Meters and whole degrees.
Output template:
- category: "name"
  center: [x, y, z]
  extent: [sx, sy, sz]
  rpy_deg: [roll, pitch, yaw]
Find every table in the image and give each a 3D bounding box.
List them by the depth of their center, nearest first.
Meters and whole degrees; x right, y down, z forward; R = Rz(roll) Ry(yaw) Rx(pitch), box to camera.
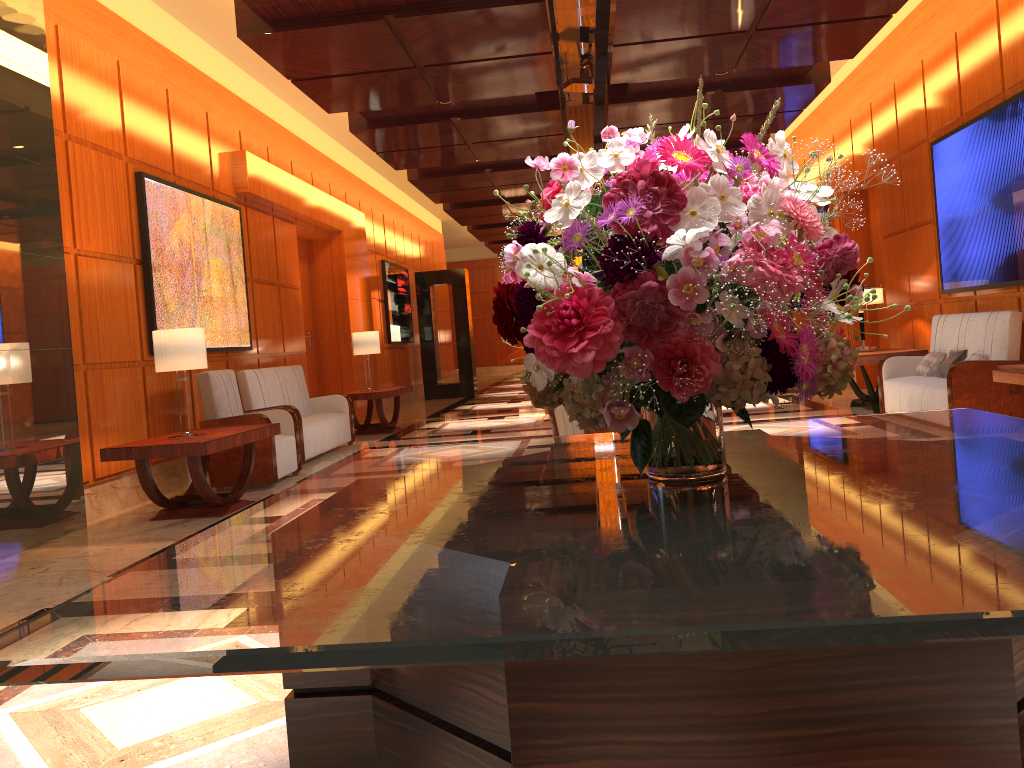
- category: "table"
  center: [0.344, 0.536, 1.574]
  extent: [1.600, 0.744, 1.602]
  rpy_deg: [-4, 2, 5]
- category: "table"
  center: [3.416, 0.195, 5.049]
  extent: [0.725, 0.606, 1.272]
  rpy_deg: [-4, 2, 6]
- category: "table"
  center: [-2.170, 0.620, 6.176]
  extent: [0.724, 0.534, 1.169]
  rpy_deg: [-4, 2, 8]
- category: "table"
  center: [3.791, -0.038, 9.254]
  extent: [0.725, 0.606, 1.272]
  rpy_deg: [-4, 2, 6]
- category: "table"
  center: [-1.725, 0.344, 11.166]
  extent: [0.724, 0.534, 1.169]
  rpy_deg: [-4, 2, 8]

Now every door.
- category: "door"
  center: [4.604, -1.216, 11.052]
  extent: [0.340, 2.650, 1.539]
  rpy_deg: [-5, 1, 5]
- category: "door"
  center: [-2.689, -0.665, 11.693]
  extent: [0.340, 2.650, 1.501]
  rpy_deg: [-5, 1, 5]

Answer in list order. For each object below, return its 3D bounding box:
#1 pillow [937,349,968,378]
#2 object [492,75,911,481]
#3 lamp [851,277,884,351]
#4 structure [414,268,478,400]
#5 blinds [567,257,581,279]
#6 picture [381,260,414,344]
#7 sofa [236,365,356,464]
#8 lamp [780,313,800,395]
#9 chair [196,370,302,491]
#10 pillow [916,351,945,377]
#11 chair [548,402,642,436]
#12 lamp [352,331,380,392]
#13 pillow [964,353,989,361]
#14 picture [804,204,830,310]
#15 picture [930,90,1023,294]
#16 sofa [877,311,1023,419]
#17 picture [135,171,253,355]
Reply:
- category: "pillow"
  center: [3.759, -0.166, 7.557]
  extent: [0.160, 0.253, 0.358]
  rpy_deg: [-5, 2, 2]
- category: "object"
  center: [0.288, -0.165, 1.587]
  extent: [0.650, 0.658, 0.680]
  rpy_deg: [-5, 2, -4]
- category: "lamp"
  center: [3.672, -0.750, 9.321]
  extent: [0.459, 0.793, 0.458]
  rpy_deg: [-5, 1, -33]
- category: "structure"
  center: [-1.286, -0.978, 17.444]
  extent: [0.985, 2.497, 0.500]
  rpy_deg: [-4, 1, 5]
- category: "blinds"
  center: [2.874, -2.627, 28.326]
  extent: [3.851, 4.063, 0.149]
  rpy_deg: [-4, 0, 5]
- category: "picture"
  center: [-2.073, -1.466, 16.232]
  extent: [0.056, 1.451, 1.999]
  rpy_deg: [-5, 2, 5]
- category: "sofa"
  center: [-2.153, 0.276, 8.984]
  extent: [0.612, 0.932, 1.801]
  rpy_deg: [-4, 2, 6]
- category: "lamp"
  center: [3.609, -0.689, 12.059]
  extent: [0.527, 1.660, 0.360]
  rpy_deg: [-5, 1, -5]
- category: "chair"
  center: [-2.185, 0.344, 7.364]
  extent: [0.628, 0.960, 0.738]
  rpy_deg: [-4, 1, 4]
- category: "pillow"
  center: [3.770, -0.179, 7.993]
  extent: [0.195, 0.227, 0.344]
  rpy_deg: [-4, 2, 10]
- category: "chair"
  center: [0.605, 0.196, 5.802]
  extent: [0.629, 0.960, 0.737]
  rpy_deg: [-5, 1, -16]
- category: "lamp"
  center: [1.867, -0.325, 5.879]
  extent: [0.335, 0.734, 12.987]
  rpy_deg: [-5, 3, -35]
- category: "pillow"
  center: [3.686, -0.125, 7.115]
  extent: [0.202, 0.229, 0.274]
  rpy_deg: [-4, 2, 8]
- category: "picture"
  center: [4.516, -1.852, 13.323]
  extent: [0.056, 1.451, 1.999]
  rpy_deg: [-5, 2, 5]
- category: "picture"
  center: [3.995, -1.529, 7.486]
  extent: [0.056, 1.451, 1.999]
  rpy_deg: [-5, 2, 5]
- category: "sofa"
  center: [3.691, -0.122, 7.544]
  extent: [0.612, 0.932, 1.801]
  rpy_deg: [-4, 2, 6]
- category: "picture"
  center: [-2.808, -1.010, 8.004]
  extent: [0.056, 1.451, 1.999]
  rpy_deg: [-5, 2, 5]
